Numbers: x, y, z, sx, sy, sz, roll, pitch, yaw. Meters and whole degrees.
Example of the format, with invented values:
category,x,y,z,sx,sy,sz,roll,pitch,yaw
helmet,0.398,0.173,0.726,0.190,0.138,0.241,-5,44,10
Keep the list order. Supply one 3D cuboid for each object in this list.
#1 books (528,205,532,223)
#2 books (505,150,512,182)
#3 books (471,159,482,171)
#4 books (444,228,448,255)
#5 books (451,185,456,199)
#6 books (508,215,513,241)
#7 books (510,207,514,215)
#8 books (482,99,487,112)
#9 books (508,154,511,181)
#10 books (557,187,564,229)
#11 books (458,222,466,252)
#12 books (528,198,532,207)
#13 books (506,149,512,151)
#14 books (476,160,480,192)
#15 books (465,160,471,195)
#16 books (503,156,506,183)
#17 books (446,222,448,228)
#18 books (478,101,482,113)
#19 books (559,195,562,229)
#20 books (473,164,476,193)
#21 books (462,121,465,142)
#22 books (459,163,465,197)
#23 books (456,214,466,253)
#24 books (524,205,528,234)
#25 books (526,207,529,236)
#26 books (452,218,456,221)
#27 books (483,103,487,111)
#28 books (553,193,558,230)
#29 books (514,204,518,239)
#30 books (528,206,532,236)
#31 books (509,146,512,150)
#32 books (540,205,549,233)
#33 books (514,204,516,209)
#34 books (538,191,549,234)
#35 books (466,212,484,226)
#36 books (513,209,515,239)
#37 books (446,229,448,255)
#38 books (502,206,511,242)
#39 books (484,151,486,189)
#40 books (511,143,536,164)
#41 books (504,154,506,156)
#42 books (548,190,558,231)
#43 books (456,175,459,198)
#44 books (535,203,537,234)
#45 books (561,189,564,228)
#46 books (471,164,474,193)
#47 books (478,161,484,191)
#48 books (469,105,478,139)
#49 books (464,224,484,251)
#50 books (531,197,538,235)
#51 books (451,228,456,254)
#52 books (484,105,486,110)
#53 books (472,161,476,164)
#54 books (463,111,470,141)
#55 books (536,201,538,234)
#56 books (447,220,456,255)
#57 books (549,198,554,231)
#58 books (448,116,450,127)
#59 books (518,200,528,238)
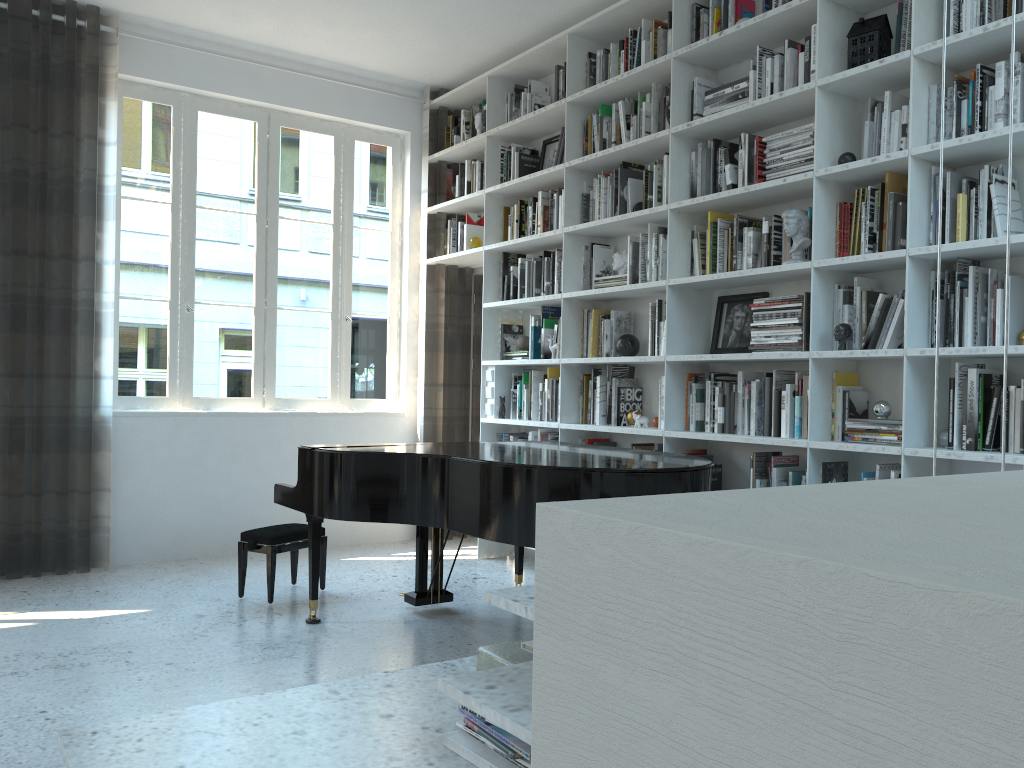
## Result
category,x,y,z,sx,sy,sz,roll,pitch,yaw
books,0.173,-0.992,5.546,0.170,0.229,0.011,1,0,-34
books,0.037,-1.369,5.719,0.189,0.246,0.004,1,0,-34
books,-0.210,-1.395,6.123,0.155,0.292,0.037,1,0,-34
books,-0.408,-0.998,6.392,0.179,0.228,0.013,1,0,-34
books,-0.357,-1.338,6.359,0.129,0.176,0.121,1,0,-34
books,0.054,-0.977,5.694,0.175,0.195,0.026,1,0,-34
books,0.050,-1.008,5.744,0.153,0.258,0.062,1,0,-34
books,-0.151,-1.772,6.056,0.129,0.314,0.029,1,0,-34
books,0.054,-1.355,5.704,0.186,0.219,0.018,1,0,-34
books,0.346,-1.016,5.282,0.188,0.281,0.012,1,0,-34
books,-0.288,-1.001,6.185,0.188,0.237,0.021,1,0,-34
books,0.164,-1.016,5.571,0.150,0.277,0.012,1,0,-34
books,0.038,-1.376,5.740,0.184,0.260,0.009,1,0,-34
books,-0.169,-1.379,6.044,0.167,0.261,0.025,1,0,-34
books,-0.243,-1.392,6.136,0.179,0.286,0.021,1,0,-34
books,0.023,-1.353,5.738,0.186,0.214,0.004,1,0,-34
books,-0.423,-1.021,6.396,0.188,0.272,0.011,1,0,-34
books,-0.171,-1.768,6.068,0.145,0.304,0.014,1,0,-34
books,0.353,-0.991,5.262,0.172,0.231,0.030,1,0,-34
books,-0.187,-1.371,6.073,0.173,0.244,0.021,1,0,-34
books,-0.262,-1.720,6.176,0.175,0.206,0.030,1,0,-34
books,-0.286,-1.391,6.207,0.186,0.282,0.023,1,0,-34
books,-0.313,-1.032,6.230,0.187,0.297,0.013,1,0,-34
books,0.140,-1.003,5.605,0.134,0.249,0.047,1,0,-34
books,0.161,-0.987,5.553,0.164,0.218,0.014,1,0,-34
books,-0.373,-1.035,6.383,0.135,0.303,0.013,1,0,-34
books,-0.129,-1.753,6.017,0.158,0.275,0.013,1,0,-34
books,0.319,-1.006,5.348,0.157,0.261,0.029,1,0,-34
books,0.097,-1.005,5.650,0.187,0.252,0.014,1,0,-34
books,0.180,-0.986,5.525,0.173,0.217,0.031,1,0,-34
books,0.038,-1.390,5.763,0.144,0.289,0.006,1,0,-34
books,0.255,-0.975,5.386,0.192,0.195,0.029,1,0,-34
books,0.078,-1.010,5.688,0.151,0.263,0.010,1,0,-34
books,0.243,-1.020,5.412,0.185,0.286,0.030,1,0,-34
books,-0.244,-1.032,6.158,0.179,0.299,0.013,1,0,-34
books,0.086,-0.994,5.669,0.172,0.230,0.030,1,0,-34
books,-0.400,-0.995,6.382,0.162,0.222,0.013,1,0,-34
books,0.016,-1.011,5.766,0.180,0.263,0.012,1,0,-34
books,-0.109,-1.399,5.957,0.189,0.303,0.012,1,0,-34
books,0.075,-1.386,5.689,0.190,0.281,0.005,1,0,-34
books,0.028,-1.360,5.749,0.184,0.228,0.009,1,0,-34
books,0.294,-1.019,5.378,0.161,0.286,0.025,1,0,-34
books,-0.322,-1.359,6.289,0.166,0.218,0.034,1,0,-34
books,0.217,-0.996,5.487,0.162,0.238,0.047,1,0,-34
books,0.368,-1.007,5.240,0.174,0.263,0.022,1,0,-34
books,-0.197,-1.373,6.087,0.192,0.249,0.012,1,0,-34
books,-0.154,-1.374,6.020,0.165,0.251,0.030,1,0,-34
books,-0.207,-1.757,6.113,0.181,0.282,0.039,1,0,-34
books,-0.245,-0.988,6.134,0.187,0.211,0.029,1,0,-34
books,0.197,-1.014,5.509,0.180,0.273,0.014,1,0,-34
books,-0.357,-0.994,6.318,0.181,0.220,0.010,1,0,-34
books,-0.119,-1.737,5.977,0.167,0.244,0.025,1,0,-34
books,-0.203,-1.383,6.097,0.162,0.269,0.013,1,0,-34
books,-0.247,-1.748,6.144,0.190,0.262,0.057,1,0,-34
books,0.232,-1.013,5.437,0.187,0.271,0.023,1,0,-34
books,-0.382,-1.025,6.356,0.170,0.281,0.023,1,0,-34
books,0.295,-0.993,5.357,0.171,0.232,0.013,1,0,-34
books,-0.403,-1.772,6.414,0.180,0.307,0.012,1,0,-34
books,0.109,-1.017,5.619,0.164,0.277,0.011,1,0,-34
